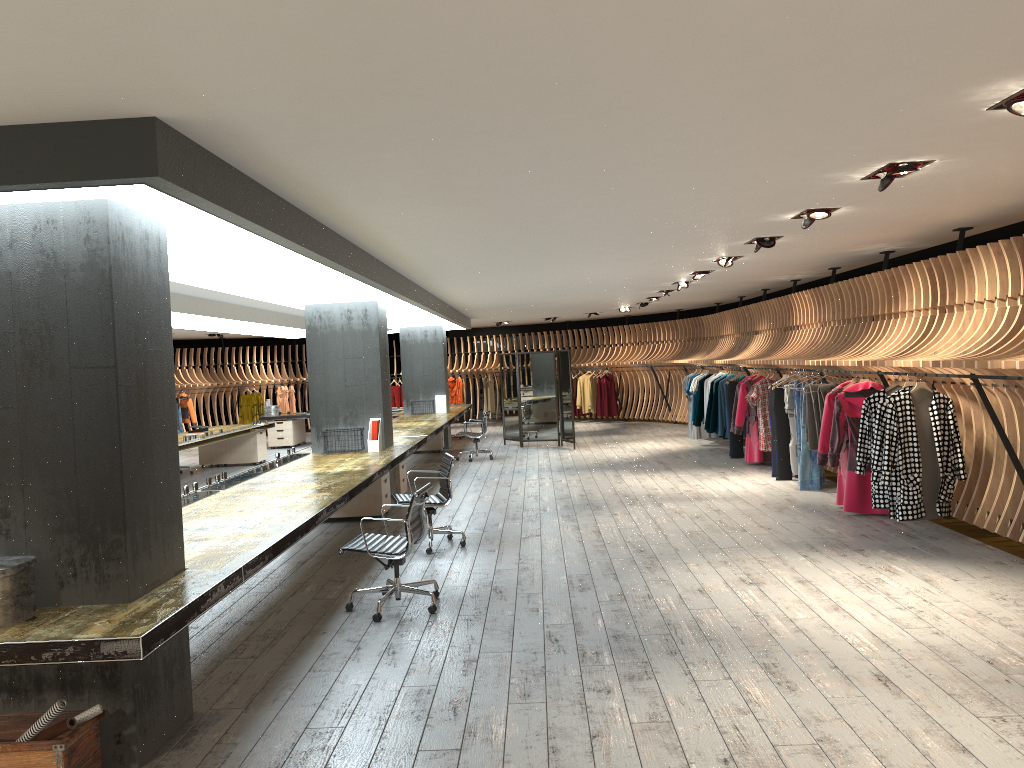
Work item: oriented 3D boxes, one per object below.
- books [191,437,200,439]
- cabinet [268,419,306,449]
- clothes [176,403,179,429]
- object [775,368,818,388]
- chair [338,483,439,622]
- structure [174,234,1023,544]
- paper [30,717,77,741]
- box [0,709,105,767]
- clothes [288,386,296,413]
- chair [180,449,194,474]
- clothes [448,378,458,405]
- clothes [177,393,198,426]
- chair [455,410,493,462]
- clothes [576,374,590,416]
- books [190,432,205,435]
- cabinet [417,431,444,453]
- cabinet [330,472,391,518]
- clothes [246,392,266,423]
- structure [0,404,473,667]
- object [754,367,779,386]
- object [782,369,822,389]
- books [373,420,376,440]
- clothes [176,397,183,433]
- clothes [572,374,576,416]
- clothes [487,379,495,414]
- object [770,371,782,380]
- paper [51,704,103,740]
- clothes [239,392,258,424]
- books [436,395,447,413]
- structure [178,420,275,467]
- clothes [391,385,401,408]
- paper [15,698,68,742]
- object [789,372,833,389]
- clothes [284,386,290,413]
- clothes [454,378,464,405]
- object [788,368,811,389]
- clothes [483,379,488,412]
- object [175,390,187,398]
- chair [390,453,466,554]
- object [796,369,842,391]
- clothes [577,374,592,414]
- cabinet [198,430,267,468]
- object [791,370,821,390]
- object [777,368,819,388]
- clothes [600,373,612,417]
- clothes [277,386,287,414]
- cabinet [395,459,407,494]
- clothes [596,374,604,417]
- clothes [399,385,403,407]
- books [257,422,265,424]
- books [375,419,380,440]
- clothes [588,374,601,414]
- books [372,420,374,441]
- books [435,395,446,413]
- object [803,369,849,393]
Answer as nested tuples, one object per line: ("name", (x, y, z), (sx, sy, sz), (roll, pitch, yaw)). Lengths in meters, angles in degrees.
("books", (-5.018, 0.858, 14.018), (0.155, 0.025, 0.110), (-3, 1, -3))
("cabinet", (-5.285, 1.152, 20.816), (0.593, 0.630, 1.132), (-3, 1, 2))
("clothes", (-8.573, 0.702, 21.978), (0.839, 0.881, 0.201), (-3, 1, 22))
("object", (3.602, -0.080, 11.250), (0.549, 0.243, 0.023), (-2, 1, 38))
("chair", (-0.881, 1.178, 6.357), (0.667, 0.859, 0.693), (-3, 1, -2))
("structure", (-3.074, 0.390, 8.046), (14.881, 2.439, 36.564), (-3, 1, 2))
("paper", (-2.098, 1.543, 3.709), (0.723, 0.365, 0.047), (-2, 1, 21))
("box", (-2.130, 1.601, 3.763), (0.664, 0.282, 0.342), (-3, 1, 2))
("clothes", (-6.091, 0.619, 24.587), (0.125, 1.156, 0.447), (-3, 1, -34))
("chair", (-6.050, 1.205, 15.806), (0.668, 0.859, 0.693), (-3, 1, -12))
("clothes", (-1.740, 0.258, 25.388), (0.200, 0.881, 0.840), (-3, 1, 32))
("clothes", (-8.323, 0.673, 22.497), (0.839, 0.881, 0.201), (-2, 1, 32))
("chair", (-0.689, 0.925, 15.855), (0.667, 0.859, 0.693), (-3, 1, -2))
("clothes", (1.859, 0.295, 23.574), (0.444, 1.128, 0.126), (-3, 1, -36))
("books", (-5.419, 0.854, 15.207), (0.213, 0.026, 0.366), (-3, 1, 2))
("cabinet", (-1.958, 1.058, 17.710), (1.131, 0.630, 0.593), (-3, 1, 2))
("cabinet", (-2.026, 1.251, 10.301), (1.131, 0.630, 0.593), (-3, 1, 2))
("clothes", (-6.954, 0.743, 23.973), (0.664, 1.044, 0.168), (-2, 1, 32))
("structure", (-3.578, 1.178, 12.139), (4.835, 0.844, 18.480), (-3, 1, 2))
("object", (3.631, -0.097, 12.396), (0.525, 0.270, 0.012), (-3, 0, 2))
("object", (3.597, -0.069, 10.887), (0.549, 0.243, 0.023), (-3, 1, 8))
("books", (-1.618, 0.611, 10.546), (0.048, 0.368, 0.215), (-3, 1, 2))
("clothes", (-8.430, 1.038, 22.265), (0.309, 1.421, 0.200), (-3, 1, -26))
("clothes", (1.613, 0.302, 23.811), (0.127, 1.128, 0.444), (-3, 1, -6))
("clothes", (-0.593, 0.332, 25.119), (0.096, 0.988, 0.465), (-3, 1, 19))
("object", (3.620, -0.084, 12.183), (0.524, 0.286, 0.015), (-3, 1, -14))
("paper", (-2.056, 1.540, 3.732), (0.624, 0.290, 0.041), (-3, 1, -17))
("clothes", (-7.089, 0.753, 23.850), (0.664, 1.044, 0.168), (-2, 1, 32))
("books", (-1.447, 0.413, 18.069), (0.215, 0.368, 0.075), (-3, 1, 2))
("structure", (-5.406, 1.267, 12.402), (1.162, 0.844, 10.454), (-3, 1, 2))
("clothes", (-3.350, 0.688, 25.460), (0.093, 1.337, 0.551), (-3, 1, -43))
("paper", (-2.061, 1.514, 3.673), (0.572, 0.460, 0.043), (-3, 1, 19))
("object", (3.605, -0.055, 10.659), (0.548, 0.256, 0.023), (-2, 1, 27))
("clothes", (-6.235, 0.629, 24.506), (0.125, 1.156, 0.447), (-3, 1, -29))
("clothes", (-1.501, 0.247, 25.331), (0.201, 0.881, 0.839), (-3, 1, -18))
("object", (3.596, -0.074, 11.045), (0.549, 0.243, 0.023), (-4, 1, -37))
("clothes", (-0.710, 0.337, 25.149), (0.096, 0.988, 0.465), (-3, 1, 14))
("object", (-8.464, 0.270, 22.261), (0.549, 0.243, 0.023), (-4, 1, -22))
("chair", (-0.835, 1.122, 8.434), (0.668, 0.859, 0.693), (-3, 1, -22))
("object", (3.580, -0.055, 10.336), (0.549, 0.243, 0.023), (-3, 0, 3))
("clothes", (2.073, 0.248, 23.351), (0.777, 1.052, 0.152), (-3, 1, 2))
("cabinet", (-5.383, 1.252, 17.116), (1.131, 0.630, 0.593), (-3, 1, 2))
("object", (3.588, -0.064, 10.780), (0.549, 0.243, 0.023), (-4, 1, -27))
("object", (3.600, -0.073, 11.153), (0.549, 0.250, 0.023), (-3, 0, 3))
("clothes", (2.482, 0.280, 22.911), (0.444, 1.128, 0.127), (-3, 0, -1))
("clothes", (-6.333, 0.635, 24.443), (0.447, 1.156, 0.125), (-3, 1, 36))
("cabinet", (-1.991, 1.215, 11.653), (1.131, 0.630, 0.593), (-3, 1, 2))
("clothes", (2.371, 0.282, 23.039), (0.444, 1.128, 0.126), (-3, 1, -26))
("clothes", (-3.184, 0.679, 25.470), (0.093, 1.337, 0.551), (-3, 1, -28))
("books", (-4.938, 0.767, 17.396), (0.155, 0.025, 0.110), (-3, 1, -3))
("books", (-1.596, 0.610, 10.545), (0.048, 0.368, 0.215), (-3, 1, 2))
("clothes", (2.224, 0.245, 23.191), (0.151, 1.052, 0.777), (-3, 1, 42))
("books", (-1.640, 0.612, 10.546), (0.048, 0.368, 0.215), (-3, 1, 2))
("books", (-1.447, 0.414, 18.041), (0.215, 0.368, 0.073), (-3, 1, 2))
("object", (3.605, -0.042, 10.144), (0.547, 0.262, 0.023), (-3, 0, 3))
